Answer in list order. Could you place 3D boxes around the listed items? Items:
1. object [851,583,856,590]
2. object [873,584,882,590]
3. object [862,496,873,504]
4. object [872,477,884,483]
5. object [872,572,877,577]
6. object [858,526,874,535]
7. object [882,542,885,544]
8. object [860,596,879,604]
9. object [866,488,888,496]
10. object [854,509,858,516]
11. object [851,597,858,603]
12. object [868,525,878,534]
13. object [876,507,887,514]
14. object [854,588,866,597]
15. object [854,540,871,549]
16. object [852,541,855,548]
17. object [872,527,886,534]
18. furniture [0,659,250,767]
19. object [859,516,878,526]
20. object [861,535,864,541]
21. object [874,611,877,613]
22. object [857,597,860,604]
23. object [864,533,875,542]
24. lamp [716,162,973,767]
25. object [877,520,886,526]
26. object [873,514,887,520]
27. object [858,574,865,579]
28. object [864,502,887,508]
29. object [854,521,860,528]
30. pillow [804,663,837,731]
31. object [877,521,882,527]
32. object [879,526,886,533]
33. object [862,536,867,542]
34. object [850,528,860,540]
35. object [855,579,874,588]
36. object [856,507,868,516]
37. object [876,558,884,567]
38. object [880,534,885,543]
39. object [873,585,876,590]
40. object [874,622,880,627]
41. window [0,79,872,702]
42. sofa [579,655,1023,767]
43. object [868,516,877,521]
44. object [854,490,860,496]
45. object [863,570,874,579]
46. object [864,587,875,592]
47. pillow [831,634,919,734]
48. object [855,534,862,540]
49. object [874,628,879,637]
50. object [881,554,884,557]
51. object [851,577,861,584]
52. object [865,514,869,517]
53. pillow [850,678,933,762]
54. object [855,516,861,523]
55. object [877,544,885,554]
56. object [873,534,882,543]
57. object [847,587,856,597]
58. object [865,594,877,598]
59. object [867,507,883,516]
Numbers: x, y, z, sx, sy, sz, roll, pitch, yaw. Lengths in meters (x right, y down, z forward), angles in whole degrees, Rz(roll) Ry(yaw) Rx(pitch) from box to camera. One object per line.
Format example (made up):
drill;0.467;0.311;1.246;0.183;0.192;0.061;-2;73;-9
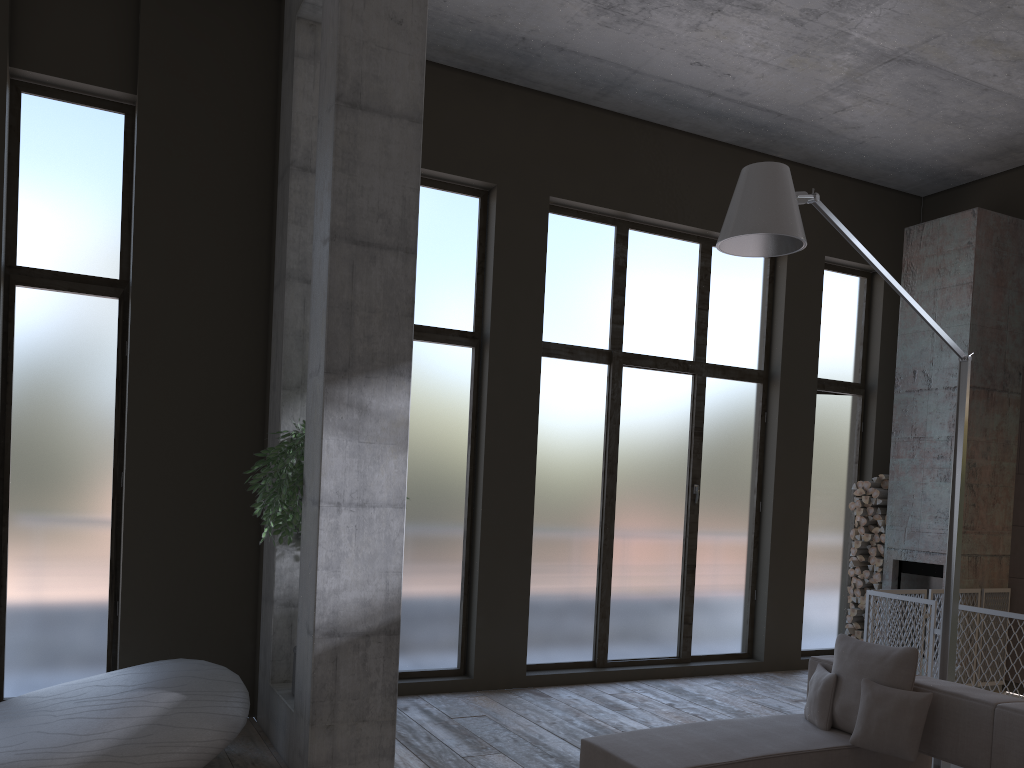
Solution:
object;3.699;2.145;9.307;0.252;0.073;0.045;6;-2;-27
object;3.917;2.109;9.102;0.427;0.085;0.066;6;-3;-29
object;3.873;1.222;9.187;0.481;0.083;0.094;6;-4;-27
object;3.906;1.015;9.155;0.360;0.073;0.065;6;-3;-28
object;3.923;1.981;9.132;0.424;0.071;0.067;6;-3;-27
object;3.854;1.554;9.290;0.439;0.093;0.092;6;-4;-27
object;3.949;1.595;9.026;0.293;0.103;0.101;5;-3;-25
object;3.861;2.271;9.210;0.481;0.084;0.093;6;-4;-27
object;3.863;1.129;9.135;0.364;0.084;0.104;6;-4;-27
object;3.798;1.368;9.304;0.424;0.067;0.067;6;-4;-27
object;3.793;2.292;9.351;0.424;0.067;0.067;6;-4;-27
object;3.912;1.534;9.231;0.364;0.087;0.101;6;-4;-27
object;3.955;1.323;9.110;0.424;0.071;0.067;6;-3;-27
object;3.822;2.212;9.312;0.439;0.093;0.092;6;-4;-27
object;3.815;1.695;9.245;0.481;0.084;0.093;6;-4;-27
object;3.783;1.712;9.314;0.424;0.067;0.067;6;-4;-27
object;3.947;1.537;9.136;0.437;0.079;0.115;6;-5;-27
furniture;-2.433;1.987;4.920;1.791;0.810;1.639;2;-5;11
object;3.802;1.445;9.233;0.295;0.107;0.098;5;-3;-25
object;3.861;1.630;9.256;0.424;0.067;0.067;6;-4;-27
object;3.921;2.339;9.126;0.457;0.089;0.091;6;-4;-27
object;3.829;2.288;9.279;0.424;0.067;0.067;6;-4;-27
object;3.893;1.613;9.187;0.481;0.084;0.093;6;-4;-27
lamp;2.147;0.740;5.063;2.640;3.426;0.751;4;1;-39
object;3.949;1.451;9.080;0.427;0.085;0.066;6;-3;-29
object;3.926;1.387;9.104;0.365;0.068;0.122;6;-5;-25
object;3.804;2.030;9.261;0.333;0.057;0.089;6;-5;-27
object;3.885;1.275;9.184;0.437;0.079;0.115;6;-5;-27
object;3.731;1.487;9.285;0.252;0.073;0.045;6;-2;-27
pillow;1.829;1.860;5.183;0.151;0.376;0.370;3;-2;7
object;3.972;1.474;9.192;0.293;0.102;0.104;6;-3;-27
object;3.966;1.504;9.058;0.424;0.073;0.071;6;-4;-27
object;3.869;1.619;9.194;0.437;0.079;0.115;6;-5;-27
object;3.765;1.609;9.369;0.365;0.125;0.063;6;-1;-28
object;3.770;2.103;9.255;0.295;0.107;0.098;5;-3;-25
object;3.830;1.351;9.235;0.481;0.084;0.093;6;-4;-27
object;3.954;1.845;9.048;0.481;0.084;0.093;6;-4;-27
object;3.982;1.592;9.041;0.439;0.092;0.091;6;-4;-27
object;3.940;2.132;9.214;0.293;0.102;0.104;6;-3;-27
object;3.919;2.475;9.090;0.424;0.073;0.071;6;-4;-27
window;-0.292;0.438;7.497;9.240;4.176;0.208;6;0;-28
sofa;1.445;1.847;3.629;3.022;0.784;3.003;6;-7;-26
object;3.884;1.409;9.198;0.360;0.074;0.064;6;-3;-28
object;3.816;1.169;9.337;0.365;0.068;0.122;6;-5;-25
object;3.866;1.994;9.182;0.457;0.089;0.091;6;-4;-28
object;3.881;2.192;9.253;0.364;0.087;0.101;6;-4;-27
pillow;1.994;1.710;4.929;0.222;0.556;0.563;2;-2;-24
object;3.825;1.635;9.329;0.424;0.067;0.067;6;-4;-27
object;3.935;2.568;9.074;0.439;0.092;0.091;6;-4;-27
object;3.973;1.765;9.092;0.364;0.087;0.101;6;-4;-27
object;3.769;2.106;9.359;0.293;0.103;0.101;5;-3;-25
object;3.836;1.372;9.239;0.333;0.057;0.089;6;-5;-27
pillow;2.010;1.782;4.655;0.375;0.372;0.170;1;-1;37
object;3.800;1.448;9.337;0.293;0.103;0.101;5;-3;-25
object;3.924;1.710;9.040;0.366;0.108;0.088;6;-3;-27
object;3.947;1.607;9.121;0.457;0.089;0.091;6;-4;-27
object;3.744;2.221;9.374;0.366;0.108;0.088;6;-3;-27
object;3.877;2.199;9.140;0.457;0.089;0.091;6;-3;-25
object;3.897;1.336;9.160;0.457;0.089;0.091;6;-4;-28
